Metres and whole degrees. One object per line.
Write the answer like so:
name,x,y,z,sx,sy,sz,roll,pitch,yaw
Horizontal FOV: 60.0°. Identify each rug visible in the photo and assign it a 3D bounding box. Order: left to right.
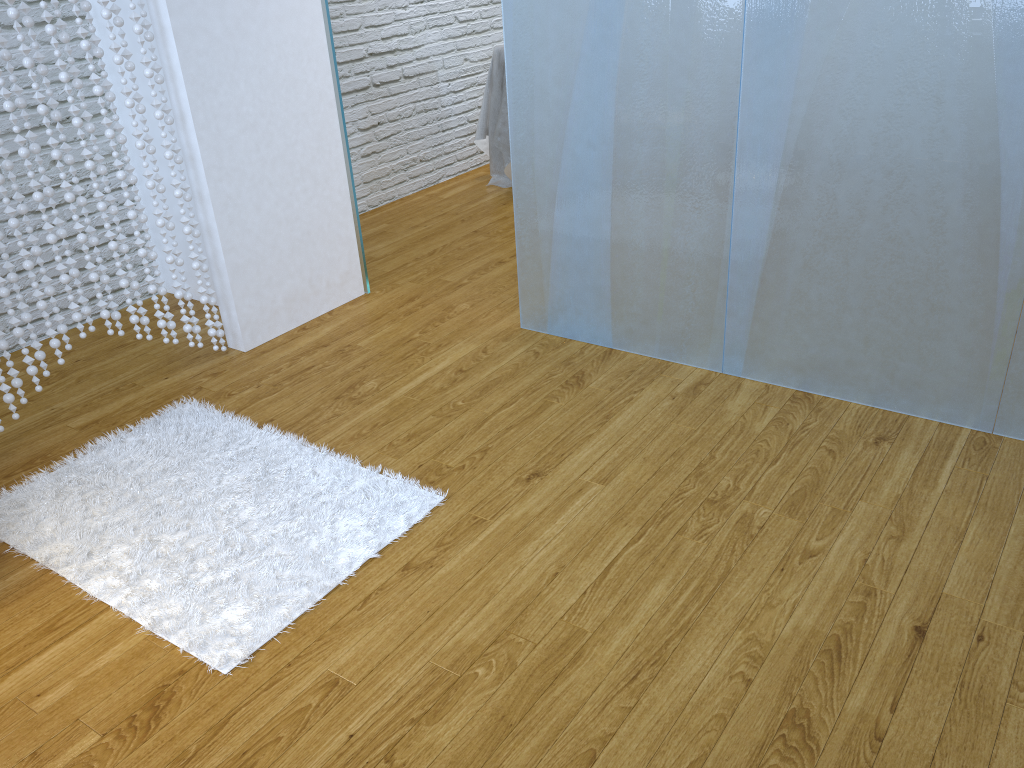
rug,-0.786,0.294,2.230,1.091,0.048,0.749,15,33,32

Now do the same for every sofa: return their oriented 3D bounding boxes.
sofa,2.093,-1.064,3.773,5.316,0.688,9.631,15,33,32

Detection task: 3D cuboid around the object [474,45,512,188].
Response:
object,0.146,-1.401,4.633,0.634,0.696,0.637,-11,29,-13

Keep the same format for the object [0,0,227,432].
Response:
object,-1.299,-0.824,2.251,0.050,2.043,0.914,16,34,32
